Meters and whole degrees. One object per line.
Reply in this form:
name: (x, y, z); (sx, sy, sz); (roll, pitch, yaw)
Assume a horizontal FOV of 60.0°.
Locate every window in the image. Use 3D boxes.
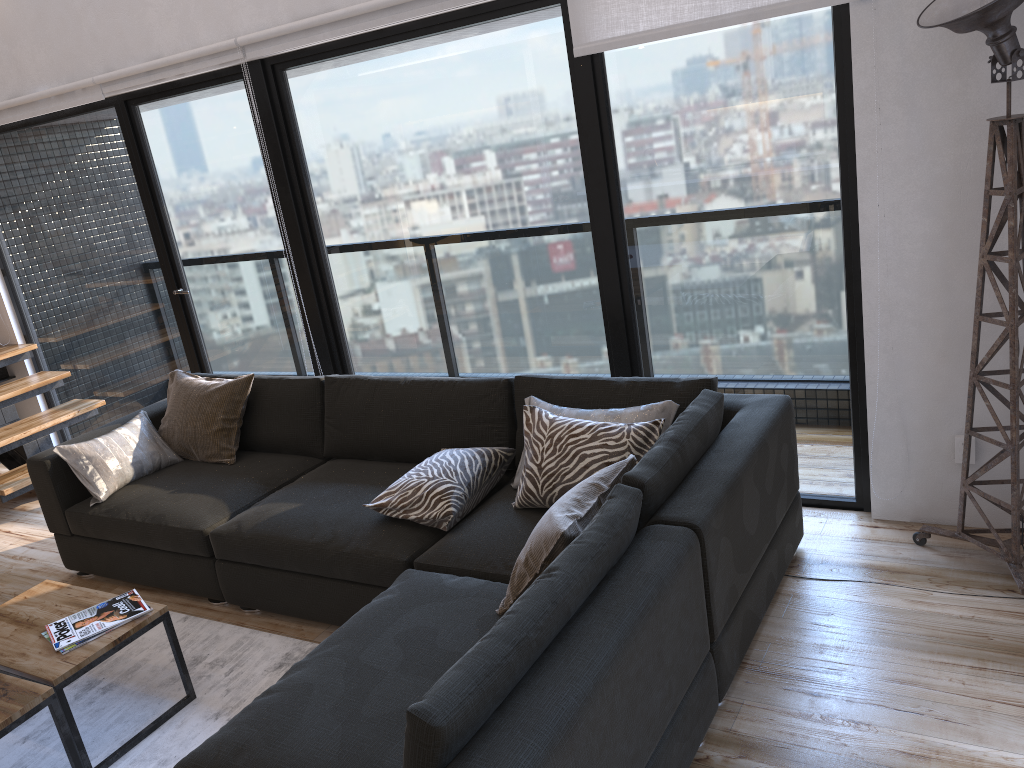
window: (-2.284, -1.406, 2.593); (13.395, 5.591, 5.639); (1, 20, 31)

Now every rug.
rug: (-1.625, 1.252, 2.512); (1.636, 0.003, 2.104); (1, 20, 31)

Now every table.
table: (-1.640, 1.075, 2.492); (0.697, 0.352, 1.293); (1, 20, 31)

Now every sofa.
sofa: (-1.017, 0.720, 2.700); (3.043, 0.703, 2.986); (1, 20, 31)

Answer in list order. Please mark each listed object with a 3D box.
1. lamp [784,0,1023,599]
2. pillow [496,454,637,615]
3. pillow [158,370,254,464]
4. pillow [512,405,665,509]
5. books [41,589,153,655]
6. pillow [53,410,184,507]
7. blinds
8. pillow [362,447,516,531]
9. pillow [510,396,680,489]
lamp: (0.982, -0.220, 2.703); (1.469, 1.835, 0.423); (-4, 18, 17)
pillow: (0.171, 0.416, 2.498); (0.273, 0.310, 0.544); (1, 20, 31)
pillow: (-1.444, 0.148, 4.110); (0.609, 0.384, 0.264); (1, 20, 31)
pillow: (0.240, 0.252, 2.890); (0.531, 0.315, 0.249); (3, 21, 35)
books: (-1.293, 0.738, 2.765); (0.294, 0.013, 0.228); (-22, 21, -34)
pillow: (-1.728, 0.320, 3.939); (0.212, 0.267, 0.496); (1, 20, 32)
blinds: (-1.047, -0.579, 4.244); (5.368, 2.053, 0.095); (1, 20, 31)
pillow: (-0.239, 0.354, 3.195); (0.356, 0.178, 0.528); (0, 20, 29)
pillow: (0.266, 0.221, 3.055); (0.611, 0.295, 0.233); (1, 20, 32)
